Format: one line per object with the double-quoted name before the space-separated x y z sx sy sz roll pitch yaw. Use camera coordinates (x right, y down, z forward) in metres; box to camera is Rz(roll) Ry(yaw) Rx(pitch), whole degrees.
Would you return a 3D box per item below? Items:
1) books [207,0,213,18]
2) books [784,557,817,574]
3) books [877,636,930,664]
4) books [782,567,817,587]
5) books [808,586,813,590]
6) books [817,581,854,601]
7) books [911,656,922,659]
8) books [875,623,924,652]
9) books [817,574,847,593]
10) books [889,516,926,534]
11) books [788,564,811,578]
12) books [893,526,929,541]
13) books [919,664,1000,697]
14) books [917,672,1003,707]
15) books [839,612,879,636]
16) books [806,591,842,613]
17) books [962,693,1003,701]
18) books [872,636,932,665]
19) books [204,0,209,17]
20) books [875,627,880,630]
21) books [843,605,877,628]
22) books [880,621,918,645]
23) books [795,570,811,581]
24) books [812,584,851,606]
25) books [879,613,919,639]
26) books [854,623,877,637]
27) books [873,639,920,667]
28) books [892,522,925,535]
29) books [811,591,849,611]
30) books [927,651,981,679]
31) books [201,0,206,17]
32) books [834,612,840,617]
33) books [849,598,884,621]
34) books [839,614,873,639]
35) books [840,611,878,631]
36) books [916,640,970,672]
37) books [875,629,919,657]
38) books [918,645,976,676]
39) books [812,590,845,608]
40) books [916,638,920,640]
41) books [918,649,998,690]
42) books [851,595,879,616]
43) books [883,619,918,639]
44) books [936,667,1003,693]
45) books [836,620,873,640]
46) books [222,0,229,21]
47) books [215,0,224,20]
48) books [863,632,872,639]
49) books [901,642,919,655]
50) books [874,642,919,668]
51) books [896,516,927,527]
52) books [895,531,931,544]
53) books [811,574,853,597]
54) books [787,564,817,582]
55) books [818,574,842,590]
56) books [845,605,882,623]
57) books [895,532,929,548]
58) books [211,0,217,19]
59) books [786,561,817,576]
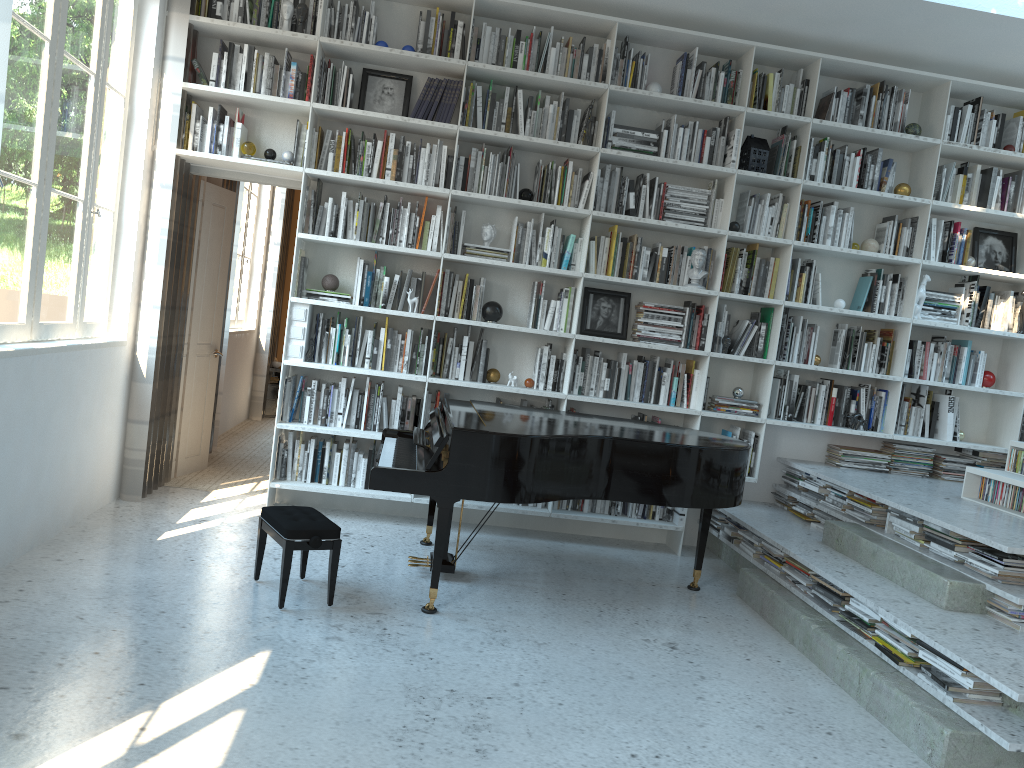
"books" -1.718 -2.146 5.104 0.024 0.195 0.167 7 4 -7
"books" 1.483 0.901 4.379 0.179 0.012 0.249 7 4 -10
"books" 1.582 1.046 3.478 0.170 0.006 0.268 7 4 -7
"books" 1.478 0.958 4.384 0.182 0.013 0.287 7 4 -6
"books" 1.500 0.986 4.388 0.132 0.009 0.269 7 4 -6
"books" 1.529 0.954 4.076 0.142 0.017 0.239 7 4 -11
"books" 1.592 1.037 3.478 0.154 0.014 0.196 7 4 -7
"books" 1.578 0.996 3.473 0.168 0.013 0.281 7 4 -12
"books" 1.534 0.920 4.074 0.157 0.007 0.268 7 4 -7
"books" 2.015 0.700 4.383 0.174 0.029 0.250 7 4 -9
"books" 1.491 0.927 4.382 0.169 0.009 0.241 7 4 -7
"books" 2.015 0.741 4.387 0.167 0.024 0.192 7 4 -6
"books" 1.599 1.060 3.174 0.187 0.017 0.205 7 4 -2
"books" 1.601 1.092 3.177 0.184 0.017 0.230 7 4 -5
"books" 1.543 1.024 3.776 0.180 0.008 0.267 7 4 -8
"books" 1.499 1.008 4.078 0.189 0.009 0.290 7 4 -4
"books" 1.633 1.080 3.180 0.132 0.014 0.205 7 4 -7
"books" 1.567 1.050 3.477 0.191 0.006 0.274 7 4 -5
"books" -1.731 -2.193 5.095 0.014 0.286 0.175 7 4 -7
"books" 1.563 1.005 3.776 0.145 0.010 0.266 7 4 -8
"books" 1.547 0.995 3.773 0.171 0.007 0.260 7 4 -4
"books" 1.589 0.979 3.473 0.175 0.006 0.251 7 4 -7
"books" 1.501 0.948 4.385 0.140 0.013 0.180 7 4 -6
"books" 1.515 0.973 4.076 0.160 0.025 0.243 7 4 -12
"books" 1.582 0.949 3.470 0.182 0.016 0.256 7 4 -4
"books" 1.547 1.033 3.777 0.159 0.009 0.275 7 4 -4
"books" 1.572 1.058 3.478 0.178 0.009 0.276 7 4 -9
"books" 2.006 0.721 4.384 0.178 0.015 0.187 7 4 -2
"books" 1.519 1.001 4.079 0.147 0.008 0.290 7 4 -11
"books" 1.619 1.000 3.171 0.165 0.015 0.242 7 4 -3
"books" -1.754 -2.165 5.105 0.023 0.223 0.150 7 4 -7
"books" 1.518 1.027 4.082 0.142 0.012 0.291 7 4 -3
"books" 1.563 0.962 3.772 0.141 0.028 0.222 7 4 -12
"books" 1.545 1.040 3.777 0.171 0.005 0.297 7 4 -8
"books" 1.538 1.013 3.774 0.189 0.013 0.215 7 4 -9
"books" 1.608 0.974 3.168 0.192 0.014 0.256 7 4 -11
"books" 1.573 1.020 3.475 0.191 0.015 0.246 7 4 -6
"books" 1.614 0.987 3.169 0.176 0.010 0.266 7 4 -11
"books" 1.511 0.991 4.078 0.177 0.011 0.220 7 4 -5
"books" 1.601 0.974 3.474 0.133 0.008 0.284 7 4 -11
"books" 1.616 1.021 3.173 0.156 0.027 0.287 7 4 -12
"books" 1.564 0.942 3.771 0.139 0.013 0.288 7 4 -2
"books" 1.581 0.962 3.471 0.178 0.010 0.195 7 4 -2
"books" 1.633 1.046 3.177 0.137 0.019 0.224 7 4 -6
"books" 1.527 1.051 3.776 0.193 0.005 0.224 7 4 -11
"books" -1.641 -2.138 5.133 0.031 0.196 0.145 7 4 -7
"books" -1.668 -2.135 5.106 0.028 0.186 0.181 7 4 -7
"books" 1.548 1.047 3.778 0.147 0.008 0.236 7 4 -2
"books" 1.587 1.012 3.476 0.150 0.004 0.290 7 4 -3
"books" 1.560 1.069 3.478 0.191 0.016 0.208 7 4 -2
"books" 2.028 0.678 4.382 0.145 0.017 0.208 7 4 -12
"books" 2.030 0.762 4.390 0.136 0.013 0.258 7 4 -7
"books" 1.519 0.928 4.073 0.170 0.014 0.280 7 4 -10
"books" 1.494 0.936 4.383 0.155 0.009 0.297 7 4 -6
"books" 1.532 0.912 4.073 0.160 0.008 0.238 7 4 -6
"books" 1.546 0.983 3.772 0.180 0.017 0.182 7 4 -10
"books" 2.019 0.775 4.390 0.132 0.016 0.262 7 4 -2
"books" -1.688 -2.179 5.099 0.025 0.269 0.177 7 4 -7
"books" 1.484 0.914 4.380 0.165 0.014 0.235 7 4 -12
